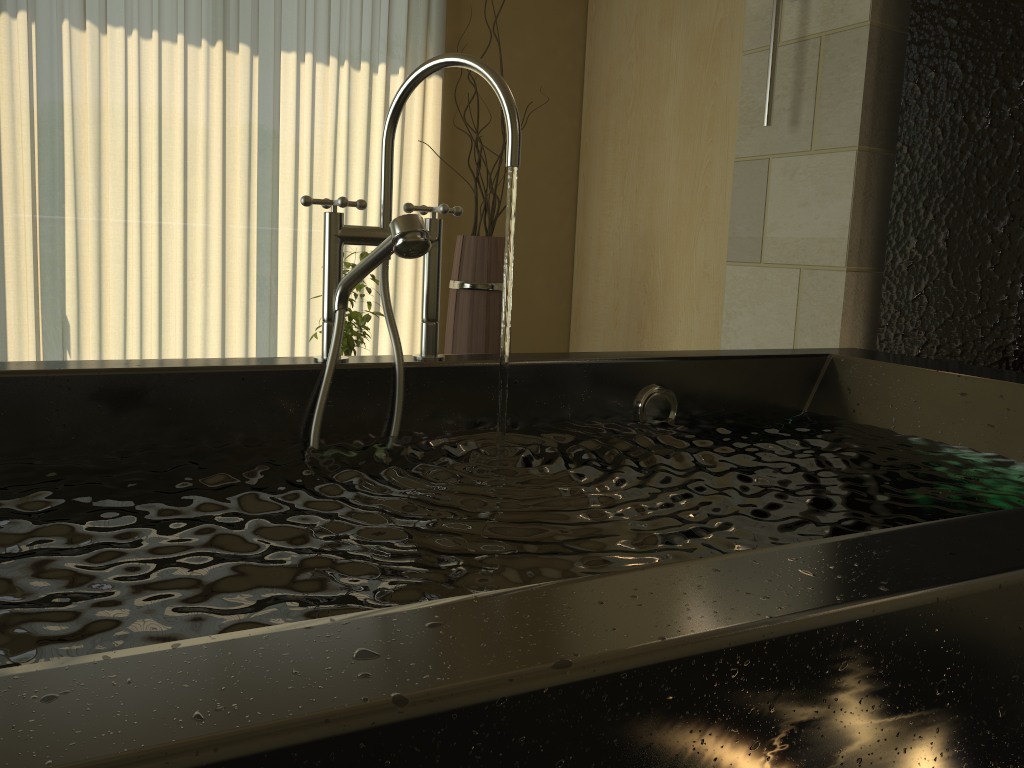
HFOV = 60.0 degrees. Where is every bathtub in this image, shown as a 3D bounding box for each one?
[{"bbox_3d":[0.070,0.154,1.035,2.132,1.159,1.070,-2,9,-28],"label":"bathtub"}]

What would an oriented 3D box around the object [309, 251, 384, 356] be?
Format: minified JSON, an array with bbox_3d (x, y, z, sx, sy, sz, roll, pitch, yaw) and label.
[{"bbox_3d":[-0.551,-0.004,2.978,0.242,0.928,0.267,4,8,9],"label":"object"}]

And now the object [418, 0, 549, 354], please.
[{"bbox_3d":[-0.144,-0.637,3.160,0.468,2.176,0.463,6,8,22],"label":"object"}]

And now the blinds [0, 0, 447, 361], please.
[{"bbox_3d":[-1.022,-0.924,3.289,1.944,2.575,0.064,-2,9,-29],"label":"blinds"}]

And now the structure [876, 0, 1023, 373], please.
[{"bbox_3d":[1.107,-0.239,2.005,0.094,2.063,0.642,-2,9,-28],"label":"structure"}]

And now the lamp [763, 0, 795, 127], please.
[{"bbox_3d":[0.720,-1.115,2.361,0.188,0.835,0.176,-2,9,-28],"label":"lamp"}]
